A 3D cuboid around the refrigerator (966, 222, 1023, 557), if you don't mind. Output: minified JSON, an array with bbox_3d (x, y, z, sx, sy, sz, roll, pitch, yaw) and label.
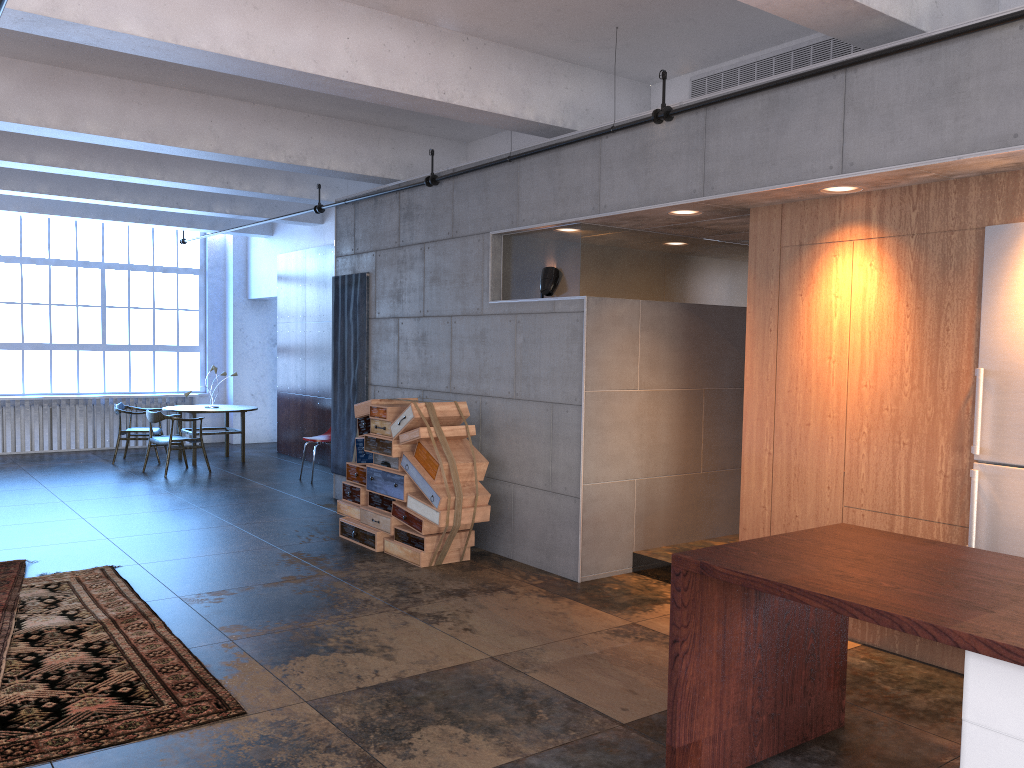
[{"bbox_3d":[2.800,0.284,4.402,0.224,2.193,0.935,-2,4,-39],"label":"refrigerator"}]

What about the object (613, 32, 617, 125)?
[{"bbox_3d":[4.696,0.570,2.576,0.059,0.060,0.050,1,3,-2],"label":"object"}]

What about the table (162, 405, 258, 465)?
[{"bbox_3d":[-4.428,0.773,13.037,1.303,0.852,1.315,1,3,7],"label":"table"}]

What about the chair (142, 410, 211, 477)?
[{"bbox_3d":[-4.483,0.772,11.822,0.712,0.865,0.687,4,4,40],"label":"chair"}]

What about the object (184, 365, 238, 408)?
[{"bbox_3d":[-4.404,0.032,12.982,0.790,0.625,0.234,-1,4,-35],"label":"object"}]

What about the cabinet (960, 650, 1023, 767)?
[{"bbox_3d":[3.357,1.346,0.744,0.941,0.931,5.527,-1,3,-36],"label":"cabinet"}]

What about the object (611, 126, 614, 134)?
[{"bbox_3d":[4.735,0.578,2.447,0.064,0.051,0.052,-2,4,-44],"label":"object"}]

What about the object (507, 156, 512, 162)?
[{"bbox_3d":[4.746,0.633,2.538,0.062,0.053,0.052,1,3,6],"label":"object"}]

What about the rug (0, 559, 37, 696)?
[{"bbox_3d":[-3.872,1.450,5.167,1.909,0.048,3.458,0,3,-27],"label":"rug"}]

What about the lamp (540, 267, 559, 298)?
[{"bbox_3d":[0.301,-0.796,6.992,0.168,0.259,0.216,3,4,35],"label":"lamp"}]

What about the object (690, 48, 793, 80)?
[{"bbox_3d":[3.087,-0.866,4.778,0.059,2.871,5.829,-2,4,-35],"label":"object"}]

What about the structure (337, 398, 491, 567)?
[{"bbox_3d":[-0.927,0.773,7.664,0.651,1.317,1.872,-1,4,-36],"label":"structure"}]

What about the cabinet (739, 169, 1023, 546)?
[{"bbox_3d":[4.880,0.261,3.536,2.428,2.565,7.933,-1,3,-36],"label":"cabinet"}]

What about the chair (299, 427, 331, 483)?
[{"bbox_3d":[-2.365,0.763,11.450,0.669,0.989,0.418,-1,4,-37],"label":"chair"}]

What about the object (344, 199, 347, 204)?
[{"bbox_3d":[4.782,0.600,2.508,0.053,0.052,0.062,2,3,12],"label":"object"}]

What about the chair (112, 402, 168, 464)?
[{"bbox_3d":[-5.387,0.711,12.862,0.678,0.865,0.721,0,3,-10],"label":"chair"}]

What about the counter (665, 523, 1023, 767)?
[{"bbox_3d":[3.011,1.289,1.230,1.165,0.972,6.513,-1,3,-36],"label":"counter"}]
